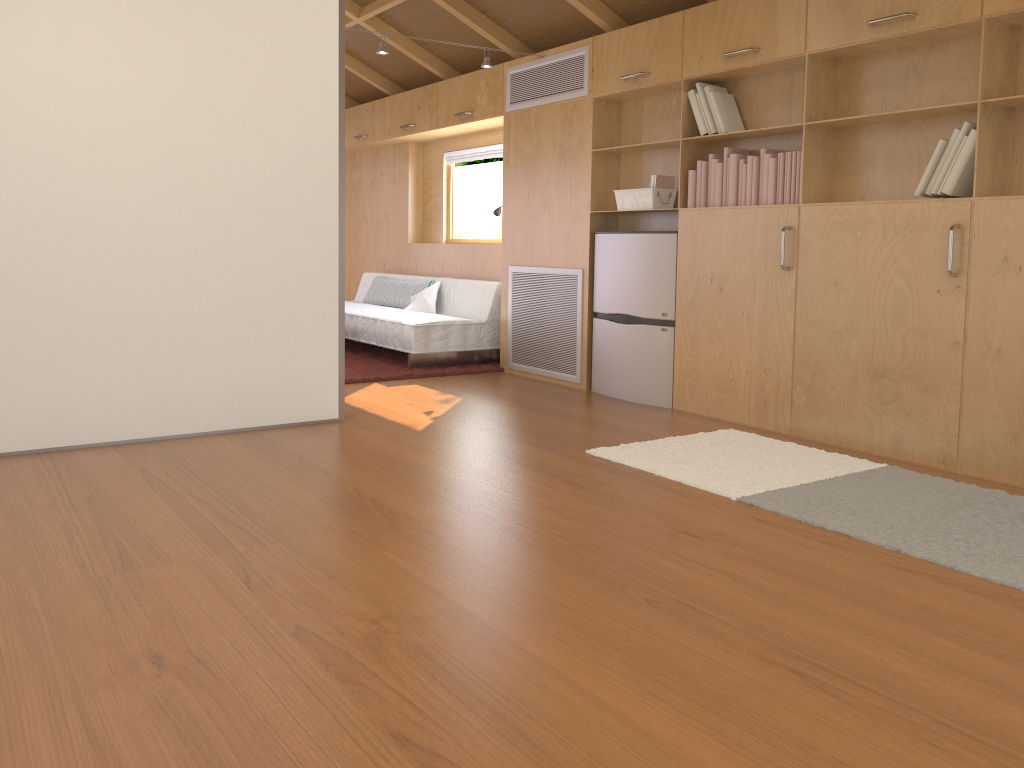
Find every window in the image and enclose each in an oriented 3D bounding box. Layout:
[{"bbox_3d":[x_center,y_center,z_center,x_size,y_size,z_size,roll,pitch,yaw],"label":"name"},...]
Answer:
[{"bbox_3d":[-0.125,-1.520,7.110,0.035,0.785,1.505,-2,8,-34],"label":"window"}]

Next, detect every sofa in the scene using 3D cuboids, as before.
[{"bbox_3d":[-0.991,-0.570,7.268,0.864,0.624,2.369,-4,10,-34],"label":"sofa"}]

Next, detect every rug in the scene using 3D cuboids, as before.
[{"bbox_3d":[-1.310,-0.211,6.946,1.889,0.020,2.495,-5,11,-34],"label":"rug"},{"bbox_3d":[1.746,0.519,2.573,0.919,0.011,3.744,-5,11,-34],"label":"rug"}]

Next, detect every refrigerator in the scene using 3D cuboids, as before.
[{"bbox_3d":[0.765,-0.405,5.226,0.262,0.980,0.717,-2,7,-34],"label":"refrigerator"}]

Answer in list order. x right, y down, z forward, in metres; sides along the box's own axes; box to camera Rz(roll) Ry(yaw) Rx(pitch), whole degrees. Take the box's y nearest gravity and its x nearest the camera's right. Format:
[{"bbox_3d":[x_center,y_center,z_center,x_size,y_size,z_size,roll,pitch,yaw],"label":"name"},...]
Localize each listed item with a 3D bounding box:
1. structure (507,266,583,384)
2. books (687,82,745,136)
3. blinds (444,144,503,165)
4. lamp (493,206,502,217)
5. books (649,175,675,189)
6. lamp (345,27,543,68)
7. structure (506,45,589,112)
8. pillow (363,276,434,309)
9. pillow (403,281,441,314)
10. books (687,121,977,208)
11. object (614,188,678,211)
[{"bbox_3d":[0.207,-0.416,5.881,0.013,0.716,0.824,-2,7,-34],"label":"structure"},{"bbox_3d":[1.092,-1.466,4.733,0.176,0.294,0.281,-3,8,-34],"label":"books"},{"bbox_3d":[-0.162,-1.853,7.055,0.048,0.110,1.506,-3,9,-34],"label":"blinds"},{"bbox_3d":[-0.065,-0.726,6.468,0.255,1.189,0.183,4,5,31],"label":"lamp"},{"bbox_3d":[0.854,-1.103,5.088,0.150,0.191,0.089,-3,7,-34],"label":"books"},{"bbox_3d":[-1.384,-1.946,4.720,3.836,0.152,0.073,-5,8,-34],"label":"lamp"},{"bbox_3d":[0.217,-1.983,5.782,0.013,0.298,0.908,-2,9,-34],"label":"structure"},{"bbox_3d":[-0.996,-0.782,7.587,0.171,0.250,1.048,-3,9,-34],"label":"pillow"},{"bbox_3d":[-0.709,-0.693,7.029,0.346,0.250,0.269,4,7,19],"label":"pillow"},{"bbox_3d":[1.903,-1.075,3.546,0.189,0.653,3.127,-2,9,-34],"label":"books"},{"bbox_3d":[0.781,-1.078,5.192,0.203,0.122,0.352,-4,10,-34],"label":"object"}]
